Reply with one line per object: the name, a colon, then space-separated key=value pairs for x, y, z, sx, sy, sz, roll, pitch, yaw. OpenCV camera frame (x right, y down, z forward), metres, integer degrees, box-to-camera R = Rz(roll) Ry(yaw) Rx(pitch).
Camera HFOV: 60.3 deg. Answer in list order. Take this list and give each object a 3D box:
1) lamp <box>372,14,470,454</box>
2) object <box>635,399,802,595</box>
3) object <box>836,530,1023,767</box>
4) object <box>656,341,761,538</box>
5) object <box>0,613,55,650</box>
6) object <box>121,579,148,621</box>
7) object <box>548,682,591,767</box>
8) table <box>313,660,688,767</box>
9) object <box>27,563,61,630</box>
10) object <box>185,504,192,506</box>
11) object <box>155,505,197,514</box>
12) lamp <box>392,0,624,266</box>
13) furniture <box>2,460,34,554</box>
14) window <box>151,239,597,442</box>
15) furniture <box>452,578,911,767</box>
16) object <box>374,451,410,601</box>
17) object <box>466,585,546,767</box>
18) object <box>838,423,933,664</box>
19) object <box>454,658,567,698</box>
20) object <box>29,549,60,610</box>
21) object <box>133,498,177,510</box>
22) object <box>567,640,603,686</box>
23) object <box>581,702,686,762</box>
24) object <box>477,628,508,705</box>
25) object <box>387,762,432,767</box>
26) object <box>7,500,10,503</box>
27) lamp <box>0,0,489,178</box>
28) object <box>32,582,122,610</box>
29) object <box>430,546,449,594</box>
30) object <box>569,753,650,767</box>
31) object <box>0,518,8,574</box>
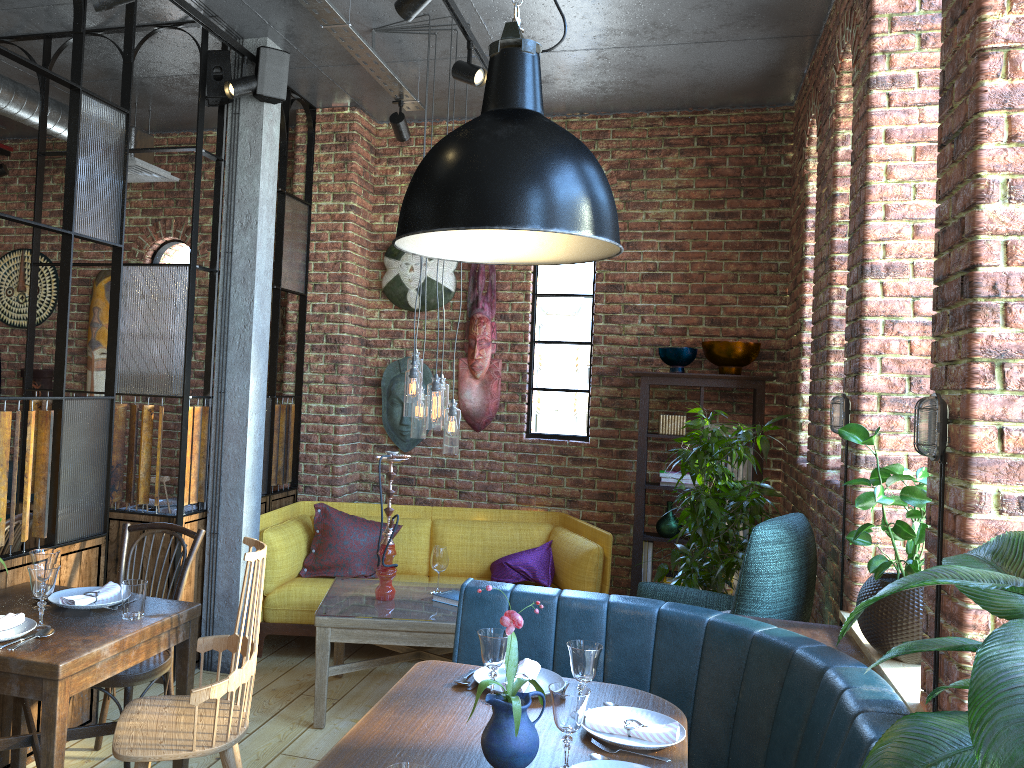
lamp: x=-0.478 y=-0.729 z=4.382 sx=0.526 sy=2.120 sz=0.275 roll=1 pitch=-2 yaw=38
object: x=0.996 y=0.842 z=4.323 sx=0.718 sy=1.529 sz=0.868 roll=3 pitch=-1 yaw=-8
object: x=0.833 y=0.384 z=1.335 sx=0.622 sy=0.752 sz=0.716 roll=2 pitch=-1 yaw=12
object: x=1.103 y=0.632 z=5.159 sx=0.619 sy=1.762 sz=0.321 roll=2 pitch=-1 yaw=9
object: x=-1.568 y=0.735 z=2.661 sx=0.334 sy=0.051 sz=0.262 roll=2 pitch=0 yaw=17
object: x=-1.252 y=0.715 z=2.915 sx=0.085 sy=0.119 sz=0.084 roll=2 pitch=-1 yaw=3
object: x=0.129 y=0.801 z=2.040 sx=0.103 sy=0.192 sz=0.094 roll=1 pitch=-2 yaw=43
table: x=-0.045 y=1.221 z=1.976 sx=0.842 sy=0.661 sz=1.504 roll=2 pitch=0 yaw=12
object: x=-1.475 y=0.669 z=2.767 sx=0.094 sy=0.192 sz=0.102 roll=3 pitch=-1 yaw=-29
object: x=-1.972 y=0.692 z=5.358 sx=0.088 sy=0.119 sz=0.080 roll=1 pitch=-1 yaw=45
object: x=-1.905 y=0.729 z=5.091 sx=0.334 sy=0.051 sz=0.262 roll=2 pitch=0 yaw=17
lamp: x=0.016 y=-0.972 z=2.051 sx=0.552 sy=1.327 sz=0.506 roll=2 pitch=-1 yaw=31
furniture: x=-3.958 y=0.984 z=6.026 sx=1.478 sy=0.822 sz=1.456 roll=2 pitch=-1 yaw=13
window: x=0.514 y=-0.430 z=3.137 sx=3.331 sy=2.430 sz=8.800 roll=3 pitch=0 yaw=-22
furniture: x=0.225 y=1.151 z=1.894 sx=1.397 sy=0.822 sz=2.551 roll=2 pitch=0 yaw=12
object: x=-0.594 y=0.675 z=4.179 sx=0.171 sy=0.704 sz=0.258 roll=2 pitch=-1 yaw=4
object: x=0.005 y=0.677 z=2.062 sx=0.142 sy=0.431 sz=0.208 roll=2 pitch=-1 yaw=32
object: x=1.150 y=0.453 z=2.523 sx=0.404 sy=0.663 sz=0.488 roll=2 pitch=-1 yaw=37
object: x=0.003 y=0.869 z=2.614 sx=0.334 sy=0.051 sz=0.262 roll=2 pitch=0 yaw=17
object: x=-1.593 y=0.665 z=2.995 sx=0.097 sy=0.192 sz=0.100 roll=3 pitch=-1 yaw=-11
object: x=-2.154 y=0.719 z=5.359 sx=0.277 sy=0.051 sz=0.316 roll=2 pitch=0 yaw=16
object: x=0.194 y=0.805 z=2.395 sx=0.103 sy=0.192 sz=0.094 roll=1 pitch=-2 yaw=43
object: x=0.314 y=0.881 z=2.296 sx=0.277 sy=0.051 sz=0.316 roll=2 pitch=0 yaw=16
object: x=-0.053 y=0.795 z=2.474 sx=0.103 sy=0.192 sz=0.094 roll=1 pitch=-2 yaw=43
object: x=-0.184 y=0.786 z=1.559 sx=0.103 sy=0.192 sz=0.094 roll=1 pitch=-2 yaw=43
object: x=-3.536 y=0.786 z=5.924 sx=0.334 sy=0.051 sz=0.262 roll=2 pitch=0 yaw=17
lamp: x=-3.565 y=-1.649 z=3.038 sx=6.414 sy=0.274 sz=7.057 roll=2 pitch=0 yaw=13
object: x=-1.497 y=0.740 z=3.093 sx=0.334 sy=0.051 sz=0.262 roll=2 pitch=0 yaw=17
object: x=-0.363 y=0.924 z=4.377 sx=0.087 sy=0.228 sz=0.095 roll=3 pitch=-2 yaw=-39
object: x=0.246 y=0.877 z=1.940 sx=0.277 sy=0.051 sz=0.316 roll=2 pitch=0 yaw=16
object: x=-1.806 y=0.538 z=2.953 sx=0.198 sy=0.427 sz=0.145 roll=3 pitch=-2 yaw=-43
